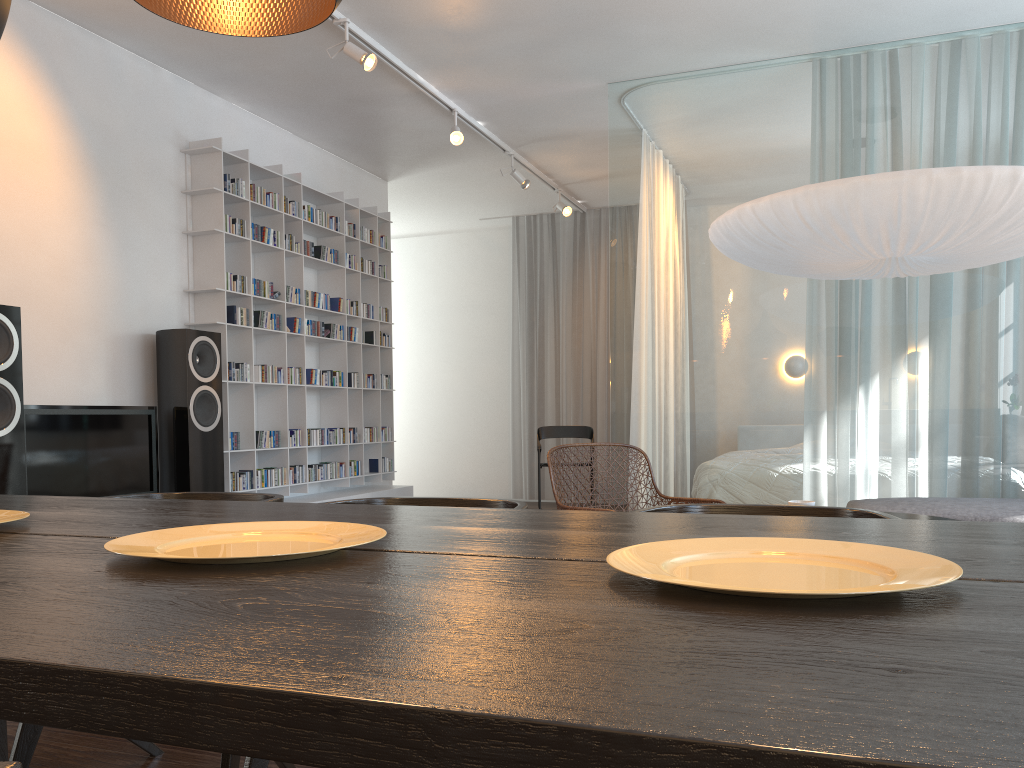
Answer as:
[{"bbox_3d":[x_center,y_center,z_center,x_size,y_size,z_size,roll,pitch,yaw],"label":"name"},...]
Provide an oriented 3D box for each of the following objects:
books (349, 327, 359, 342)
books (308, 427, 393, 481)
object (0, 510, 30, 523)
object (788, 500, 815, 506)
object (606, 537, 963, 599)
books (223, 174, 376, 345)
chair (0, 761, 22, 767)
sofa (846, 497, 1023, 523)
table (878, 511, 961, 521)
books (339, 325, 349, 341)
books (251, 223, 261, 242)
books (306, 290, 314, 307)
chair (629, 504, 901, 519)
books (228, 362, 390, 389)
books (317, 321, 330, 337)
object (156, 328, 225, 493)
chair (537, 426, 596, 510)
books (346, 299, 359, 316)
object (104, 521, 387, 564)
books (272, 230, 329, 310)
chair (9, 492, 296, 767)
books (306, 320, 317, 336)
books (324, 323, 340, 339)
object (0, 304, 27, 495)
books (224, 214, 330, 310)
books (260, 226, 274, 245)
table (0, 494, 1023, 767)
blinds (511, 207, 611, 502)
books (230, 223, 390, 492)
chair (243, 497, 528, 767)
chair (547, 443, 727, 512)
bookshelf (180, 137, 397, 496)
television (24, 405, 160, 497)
[{"bbox_3d":[-1.171,-0.354,6.375,0.090,0.108,0.118,-1,0,21],"label":"books"},{"bbox_3d":[-1.166,0.490,6.403,0.115,0.349,1.132,0,-1,21],"label":"books"},{"bbox_3d":[-0.971,0.227,1.410,0.356,0.017,0.355,-2,-2,24],"label":"object"},{"bbox_3d":[1.004,0.451,3.139,0.139,0.069,0.091,-1,-1,33],"label":"object"},{"bbox_3d":[0.279,0.195,0.938,0.356,0.017,0.355,-2,-2,24],"label":"object"},{"bbox_3d":[-1.374,-0.746,5.845,0.115,0.858,1.752,0,-1,21],"label":"books"},{"bbox_3d":[-0.042,0.530,0.374,0.593,0.672,0.519,-1,1,17],"label":"chair"},{"bbox_3d":[2.149,0.599,2.825,2.040,0.672,3.066,-1,-2,21],"label":"sofa"},{"bbox_3d":[1.147,0.718,3.091,0.847,0.473,0.846,-1,-1,23],"label":"table"},{"bbox_3d":[-1.218,-0.356,6.254,0.099,0.105,0.144,-1,-1,19],"label":"books"},{"bbox_3d":[-1.576,-0.905,5.303,0.099,0.104,0.132,-1,0,19],"label":"books"},{"bbox_3d":[-1.369,-0.560,5.850,0.090,0.109,0.074,-1,1,21],"label":"books"},{"bbox_3d":[0.426,0.570,1.554,0.593,0.672,0.519,-1,1,19],"label":"chair"},{"bbox_3d":[-1.335,-0.043,5.954,0.115,0.114,1.923,-1,-2,21],"label":"books"},{"bbox_3d":[-1.307,-0.364,6.015,0.090,0.106,0.163,-1,-1,21],"label":"books"},{"bbox_3d":[-1.757,0.222,4.764,0.280,1.004,0.294,0,2,21],"label":"object"},{"bbox_3d":[0.472,0.752,7.695,0.501,0.776,0.561,-1,1,1],"label":"chair"},{"bbox_3d":[-1.180,-0.544,6.354,0.102,0.113,0.232,-1,-1,21],"label":"books"},{"bbox_3d":[-0.346,0.211,1.174,0.356,0.017,0.356,-1,-2,2],"label":"object"},{"bbox_3d":[-1.399,-0.729,5.777,0.101,0.439,0.620,0,0,20],"label":"books"},{"bbox_3d":[-0.788,0.601,2.007,0.593,0.672,0.519,-1,1,19],"label":"chair"},{"bbox_3d":[-1.361,-0.369,5.875,0.099,0.104,0.132,-1,0,19],"label":"books"},{"bbox_3d":[-1.260,-0.361,6.139,0.090,0.108,0.118,-1,0,21],"label":"books"},{"bbox_3d":[-2.200,0.183,3.593,0.280,1.004,0.294,0,2,21],"label":"object"},{"bbox_3d":[-1.482,-0.733,5.554,0.102,0.431,1.123,0,-1,21],"label":"books"},{"bbox_3d":[-1.530,-0.902,5.422,0.090,0.108,0.118,-1,0,21],"label":"books"},{"bbox_3d":[-0.344,0.561,1.228,2.501,0.680,1.106,-1,-1,21],"label":"table"},{"bbox_3d":[0.815,-0.266,8.279,1.808,2.740,0.152,0,2,23],"label":"blinds"},{"bbox_3d":[-1.333,-0.261,5.956,0.115,1.823,1.951,0,0,21],"label":"books"},{"bbox_3d":[-0.215,0.586,1.790,0.593,0.672,0.519,-1,1,21],"label":"chair"},{"bbox_3d":[0.577,0.637,4.170,0.718,0.711,0.685,-1,0,-37],"label":"chair"},{"bbox_3d":[-1.387,-0.316,5.954,0.227,2.077,2.083,0,0,21],"label":"bookshelf"},{"bbox_3d":[-1.985,0.403,4.194,0.345,0.601,0.788,0,0,39],"label":"television"}]
